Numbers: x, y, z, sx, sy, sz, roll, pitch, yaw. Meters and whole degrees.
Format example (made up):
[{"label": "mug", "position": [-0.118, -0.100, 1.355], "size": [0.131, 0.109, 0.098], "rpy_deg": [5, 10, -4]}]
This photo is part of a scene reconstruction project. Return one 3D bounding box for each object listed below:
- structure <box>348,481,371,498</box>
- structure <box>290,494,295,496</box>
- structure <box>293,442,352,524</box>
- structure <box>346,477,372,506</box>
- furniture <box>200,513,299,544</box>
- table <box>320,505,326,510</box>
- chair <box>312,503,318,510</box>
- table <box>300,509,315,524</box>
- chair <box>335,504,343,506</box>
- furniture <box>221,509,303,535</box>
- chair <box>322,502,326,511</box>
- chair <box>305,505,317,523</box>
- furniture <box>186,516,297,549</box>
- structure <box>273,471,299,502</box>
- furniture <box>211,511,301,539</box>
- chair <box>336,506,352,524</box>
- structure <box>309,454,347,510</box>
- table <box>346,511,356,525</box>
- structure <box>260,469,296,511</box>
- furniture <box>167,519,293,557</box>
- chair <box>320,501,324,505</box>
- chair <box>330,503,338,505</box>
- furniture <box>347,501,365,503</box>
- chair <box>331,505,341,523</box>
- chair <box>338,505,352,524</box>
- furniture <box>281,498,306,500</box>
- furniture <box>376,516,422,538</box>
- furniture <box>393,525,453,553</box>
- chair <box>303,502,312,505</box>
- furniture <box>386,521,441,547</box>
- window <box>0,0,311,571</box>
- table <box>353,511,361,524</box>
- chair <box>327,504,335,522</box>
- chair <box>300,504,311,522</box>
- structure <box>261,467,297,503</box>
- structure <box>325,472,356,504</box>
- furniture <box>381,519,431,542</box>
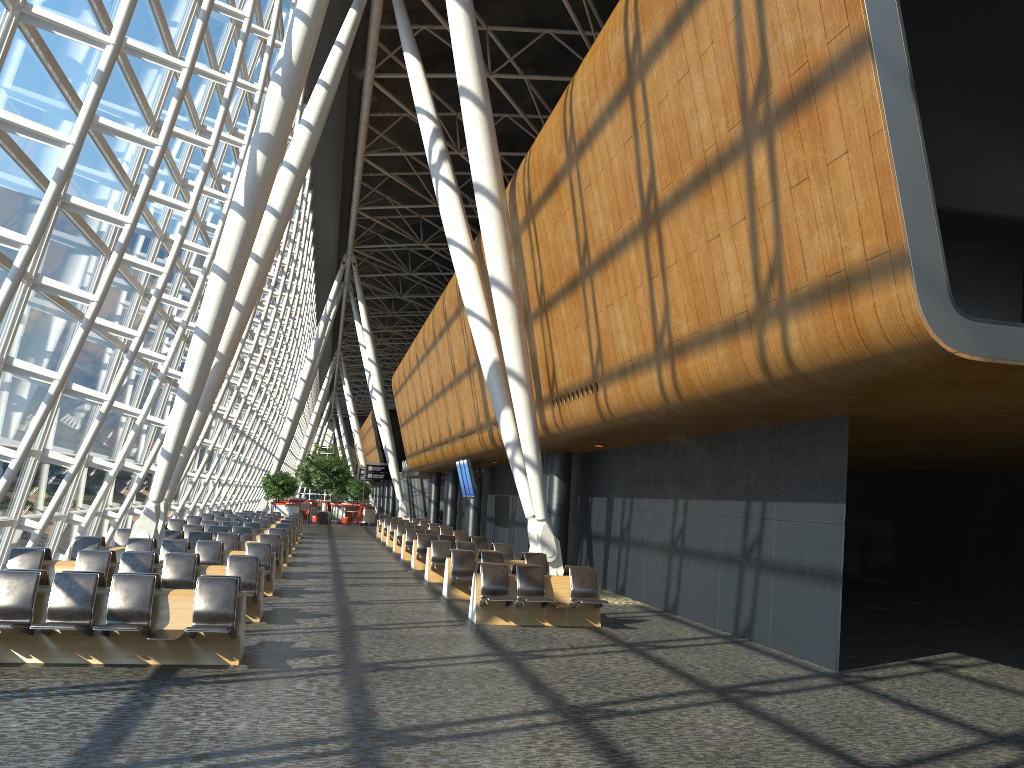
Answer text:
[{"label": "structure", "position": [-12.066, 8.789, 68.912], "size": [1.933, 2.984, 1.894], "rpy_deg": [1, -4, 36]}, {"label": "structure", "position": [-14.835, 7.149, 56.868], "size": [1.803, 2.802, 1.767], "rpy_deg": [1, -4, 36]}, {"label": "structure", "position": [-10.997, 5.634, 50.427], "size": [3.100, 4.515, 5.825], "rpy_deg": [4, -5, -19]}, {"label": "structure", "position": [-10.212, 7.642, 58.667], "size": [1.778, 2.768, 1.743], "rpy_deg": [1, -4, 36]}, {"label": "furniture", "position": [-8.804, 4.825, 29.495], "size": [3.255, 0.865, 1.669], "rpy_deg": [4, -6, -12]}, {"label": "table", "position": [-13.215, 8.995, 62.440], "size": [0.801, 0.747, 0.801], "rpy_deg": [5, -5, -26]}, {"label": "chair", "position": [-12.713, 7.999, 55.678], "size": [0.660, 1.006, 0.626], "rpy_deg": [2, -3, 13]}, {"label": "table", "position": [-10.977, 7.114, 47.297], "size": [0.803, 0.747, 0.799], "rpy_deg": [7, -6, -40]}, {"label": "chair", "position": [-10.908, 8.211, 56.574], "size": [0.622, 1.006, 0.665], "rpy_deg": [1, -4, 33]}, {"label": "furniture", "position": [-10.058, 5.533, 35.362], "size": [3.255, 0.865, 1.669], "rpy_deg": [4, -6, -12]}, {"label": "chair", "position": [-13.294, 9.001, 63.502], "size": [0.663, 1.006, 0.624], "rpy_deg": [5, -3, -27]}, {"label": "chair", "position": [-11.146, 7.114, 48.349], "size": [0.660, 1.006, 0.626], "rpy_deg": [2, -3, 13]}, {"label": "furniture", "position": [-8.176, 4.471, 26.561], "size": [3.255, 0.865, 1.669], "rpy_deg": [4, -6, -12]}, {"label": "structure", "position": [-13.913, 6.757, 53.673], "size": [1.830, 2.841, 1.793], "rpy_deg": [1, -4, 36]}, {"label": "furniture", "position": [-9.431, 5.179, 32.428], "size": [3.255, 0.865, 1.669], "rpy_deg": [4, -6, -12]}, {"label": "chair", "position": [-9.341, 7.325, 49.245], "size": [0.622, 1.006, 0.665], "rpy_deg": [1, -4, 33]}, {"label": "structure", "position": [-13.911, 7.553, 66.124], "size": [3.090, 4.515, 5.785], "rpy_deg": [2, -5, 11]}, {"label": "table", "position": [-8.745, 7.370, 48.367], "size": [0.798, 0.747, 0.804], "rpy_deg": [3, -5, 4]}, {"label": "structure", "position": [-12.423, 5.949, 46.687], "size": [1.778, 2.768, 1.743], "rpy_deg": [1, -4, 36]}, {"label": "furniture", "position": [-7.549, 4.116, 23.628], "size": [3.255, 0.865, 1.669], "rpy_deg": [4, -6, -12]}, {"label": "chair", "position": [-14.721, 9.372, 66.880], "size": [0.663, 1.006, 0.624], "rpy_deg": [5, -3, -27]}, {"label": "chair", "position": [-11.670, 8.452, 58.701], "size": [0.622, 1.006, 0.665], "rpy_deg": [2, -3, 23]}, {"label": "furniture", "position": [-15.406, 12.061, 86.980], "size": [1.899, 0.865, 1.669], "rpy_deg": [4, -6, -12]}, {"label": "chair", "position": [-10.103, 7.566, 51.372], "size": [0.622, 1.006, 0.665], "rpy_deg": [2, -3, 23]}, {"label": "chair", "position": [-9.523, 7.461, 50.343], "size": [0.660, 1.006, 0.626], "rpy_deg": [1, -4, 33]}, {"label": "furniture", "position": [-20.799, 11.600, 85.592], "size": [3.255, 0.865, 1.669], "rpy_deg": [4, -6, -12]}, {"label": "furniture", "position": [-4.665, 5.995, 36.750], "size": [1.899, 0.865, 1.669], "rpy_deg": [4, -6, -12]}, {"label": "furniture", "position": [-2.783, 4.932, 27.950], "size": [1.899, 0.865, 1.669], "rpy_deg": [4, -6, -12]}, {"label": "chair", "position": [-13.339, 8.129, 56.903], "size": [0.622, 1.006, 0.665], "rpy_deg": [2, -3, 13]}, {"label": "furniture", "position": [-3.410, 5.286, 30.883], "size": [1.899, 0.865, 1.669], "rpy_deg": [4, -6, -12]}, {"label": "window", "position": [-18.804, 3.588, 74.207], "size": [3.724, 13.964, 167.139], "rpy_deg": [3, -7, -12]}, {"label": "table", "position": [-8.942, 7.561, 49.889], "size": [0.798, 0.747, 0.804], "rpy_deg": [3, -5, 4]}, {"label": "chair", "position": [-10.617, 7.680, 52.435], "size": [0.660, 1.006, 0.626], "rpy_deg": [2, -3, 23]}, {"label": "chair", "position": [-11.772, 7.243, 49.574], "size": [0.622, 1.006, 0.665], "rpy_deg": [2, -3, 13]}, {"label": "structure", "position": [-13.113, 6.191, 49.509], "size": [1.927, 2.957, 1.865], "rpy_deg": [5, -4, -38]}, {"label": "structure", "position": [-12.089, 7.621, 61.885], "size": [2.279, 3.463, 2.230], "rpy_deg": [3, -3, 1]}, {"label": "furniture", "position": [-4.037, 5.640, 33.817], "size": [1.899, 0.865, 1.669], "rpy_deg": [4, -6, -12]}]
